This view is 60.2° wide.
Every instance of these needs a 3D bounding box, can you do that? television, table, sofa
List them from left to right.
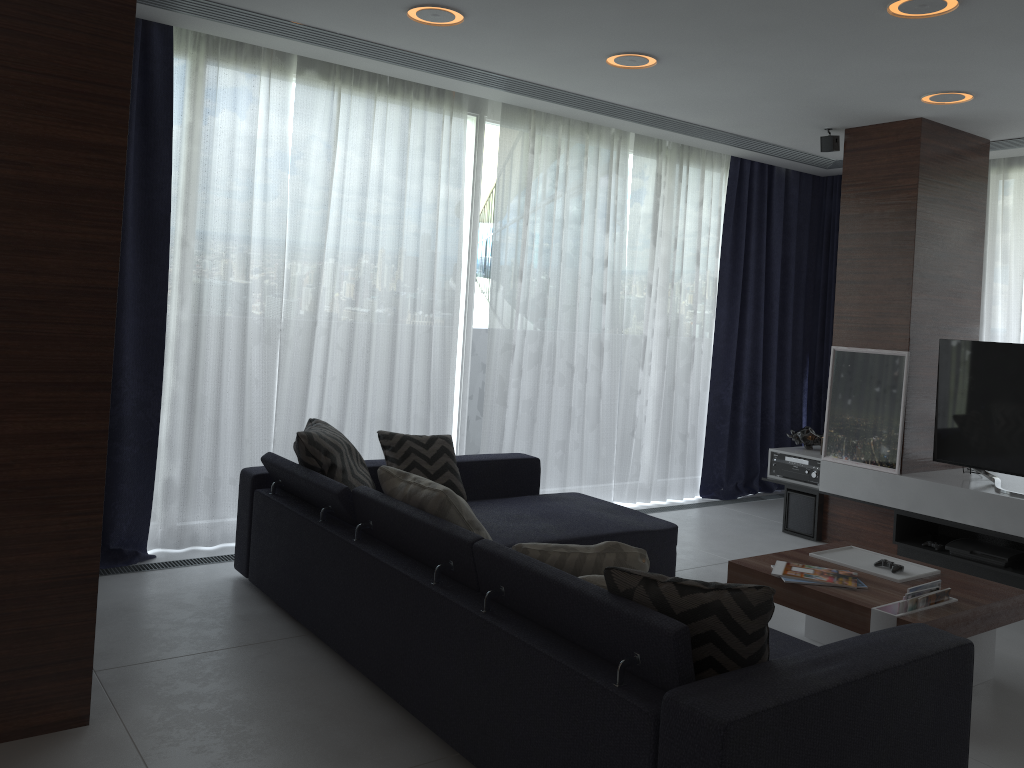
[{"bbox_3d":[0.335,0.725,3.467,1.896,0.607,2.885,1,5,-36],"label":"sofa"},{"bbox_3d":[1.419,0.918,3.474,0.804,0.352,0.804,1,5,-36],"label":"table"},{"bbox_3d":[2.806,0.194,4.574,0.297,0.785,1.235,3,3,-36],"label":"television"}]

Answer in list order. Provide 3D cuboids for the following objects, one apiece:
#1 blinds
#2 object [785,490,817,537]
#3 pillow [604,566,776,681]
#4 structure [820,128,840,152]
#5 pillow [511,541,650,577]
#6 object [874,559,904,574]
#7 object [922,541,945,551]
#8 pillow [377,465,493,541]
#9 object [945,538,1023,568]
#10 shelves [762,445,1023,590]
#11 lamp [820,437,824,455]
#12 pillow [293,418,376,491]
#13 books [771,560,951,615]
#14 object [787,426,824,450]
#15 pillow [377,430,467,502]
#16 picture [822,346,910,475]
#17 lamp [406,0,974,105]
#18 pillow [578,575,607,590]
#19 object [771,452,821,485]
[{"bbox_3d":[1.311,-0.274,3.174,7.122,2.770,5.824,1,4,-32],"label":"blinds"},{"bbox_3d":[1.899,0.812,5.587,0.254,0.251,0.214,2,2,-36],"label":"object"},{"bbox_3d":[0.442,0.637,2.193,0.416,0.385,0.221,5,1,24],"label":"pillow"},{"bbox_3d":[1.987,-1.515,5.517,0.085,0.142,0.114,4,2,44],"label":"structure"},{"bbox_3d":[0.202,0.614,2.647,0.418,0.351,0.280,4,1,7],"label":"pillow"},{"bbox_3d":[1.525,0.731,3.566,0.070,0.036,0.113,2,4,-23],"label":"object"},{"bbox_3d":[2.335,0.892,4.888,0.070,0.036,0.113,2,4,-23],"label":"object"},{"bbox_3d":[-0.245,0.515,3.164,0.342,0.388,0.497,2,3,-36],"label":"pillow"},{"bbox_3d":[2.554,0.901,4.731,0.313,0.067,0.315,0,5,-36],"label":"object"},{"bbox_3d":[2.664,0.792,5.061,0.871,0.498,2.359,1,5,-36],"label":"shelves"},{"bbox_3d":[2.009,0.352,5.607,0.077,0.211,0.153,4,1,12],"label":"lamp"},{"bbox_3d":[-0.788,0.440,3.918,0.355,0.518,0.599,3,2,-6],"label":"pillow"},{"bbox_3d":[4.441,1.197,1.227,8.262,0.372,0.404,6,3,33],"label":"books"},{"bbox_3d":[1.991,0.359,5.884,0.311,0.150,0.137,4,2,12],"label":"object"},{"bbox_3d":[-0.435,0.416,4.366,0.414,0.344,0.287,2,2,-31],"label":"pillow"},{"bbox_3d":[2.084,0.140,5.227,0.053,0.700,0.502,4,1,-36],"label":"picture"},{"bbox_3d":[3.256,-1.101,0.840,9.621,0.084,5.339,7,6,40],"label":"lamp"},{"bbox_3d":[0.390,0.651,2.432,0.416,0.294,0.330,4,2,16],"label":"pillow"},{"bbox_3d":[1.945,0.542,5.726,0.368,0.150,0.371,1,5,-36],"label":"object"}]
